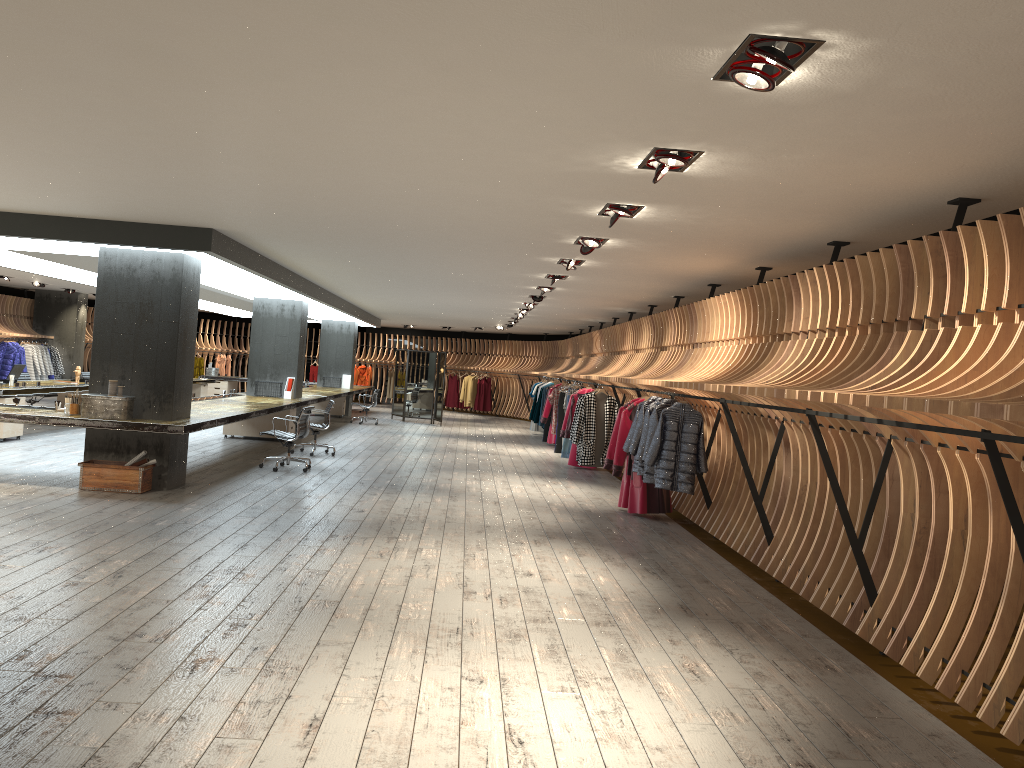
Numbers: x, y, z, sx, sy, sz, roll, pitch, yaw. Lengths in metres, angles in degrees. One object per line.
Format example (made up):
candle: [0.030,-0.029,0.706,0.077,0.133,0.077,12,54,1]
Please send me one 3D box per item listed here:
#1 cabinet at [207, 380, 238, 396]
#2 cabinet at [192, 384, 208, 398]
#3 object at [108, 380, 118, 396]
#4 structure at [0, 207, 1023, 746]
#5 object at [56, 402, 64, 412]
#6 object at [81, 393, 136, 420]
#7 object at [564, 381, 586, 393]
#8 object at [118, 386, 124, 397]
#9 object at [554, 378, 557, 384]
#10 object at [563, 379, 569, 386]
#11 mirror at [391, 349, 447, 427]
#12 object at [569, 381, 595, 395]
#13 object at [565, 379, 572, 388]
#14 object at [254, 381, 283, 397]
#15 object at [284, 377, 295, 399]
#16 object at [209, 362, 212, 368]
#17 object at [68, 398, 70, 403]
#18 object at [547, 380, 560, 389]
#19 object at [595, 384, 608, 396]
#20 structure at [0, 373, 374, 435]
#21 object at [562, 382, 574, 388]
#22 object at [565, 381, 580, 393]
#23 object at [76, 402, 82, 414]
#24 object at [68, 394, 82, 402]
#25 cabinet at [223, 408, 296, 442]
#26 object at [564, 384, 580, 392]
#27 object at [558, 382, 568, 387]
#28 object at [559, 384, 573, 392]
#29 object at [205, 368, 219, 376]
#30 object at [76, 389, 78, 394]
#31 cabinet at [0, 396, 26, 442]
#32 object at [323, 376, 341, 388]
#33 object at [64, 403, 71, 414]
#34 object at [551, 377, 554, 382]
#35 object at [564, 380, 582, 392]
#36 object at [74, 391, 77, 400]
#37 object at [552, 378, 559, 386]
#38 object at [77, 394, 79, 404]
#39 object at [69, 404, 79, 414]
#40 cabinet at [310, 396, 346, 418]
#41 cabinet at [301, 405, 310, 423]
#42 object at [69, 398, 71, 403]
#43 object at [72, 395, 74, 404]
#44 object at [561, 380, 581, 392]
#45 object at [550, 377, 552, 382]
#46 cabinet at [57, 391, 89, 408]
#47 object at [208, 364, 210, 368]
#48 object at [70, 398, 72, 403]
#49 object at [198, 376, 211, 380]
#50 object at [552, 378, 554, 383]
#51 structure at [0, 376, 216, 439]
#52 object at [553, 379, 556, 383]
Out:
cabinet: [-8.501,0.213,26.005,0.593,0.630,1.132,4,1,-3]
cabinet: [-8.325,0.282,22.307,1.131,0.630,0.593,4,0,-3]
object: [-4.147,0.061,9.286,0.088,0.204,0.262,4,0,-4]
structure: [-5.232,-0.331,13.448,14.881,2.440,36.559,4,1,-3]
object: [-4.729,0.102,9.682,0.431,0.429,0.195,4,0,-7]
object: [-4.213,0.237,9.245,0.497,0.239,0.303,4,0,-2]
object: [1.230,0.061,16.230,0.549,0.243,0.023,4,0,-1]
object: [-4.057,0.076,9.186,0.062,0.109,0.062,4,0,-32]
object: [1.026,-0.004,20.446,0.525,0.270,0.012,4,0,7]
object: [1.126,0.036,18.288,0.525,0.270,0.012,4,0,-3]
mirror: [-2.416,0.068,23.217,2.113,1.892,0.443,5,0,38]
object: [1.267,0.077,16.040,0.547,0.262,0.023,4,0,-1]
object: [1.130,0.047,18.074,0.524,0.286,0.015,4,0,-18]
object: [-4.381,0.099,15.964,0.459,0.289,0.330,4,0,-5]
object: [-4.026,0.073,16.038,0.129,0.383,0.240,4,0,-3]
object: [-8.670,-0.521,25.749,0.262,0.204,0.088,4,0,-4]
object: [-4.718,0.213,9.426,0.030,0.170,0.007,4,0,18]
object: [1.045,0.007,19.967,0.525,0.270,0.012,4,0,2]
object: [1.370,0.130,13.524,0.525,0.270,0.012,4,0,-13]
structure: [-6.145,0.408,17.480,4.835,0.844,18.478,4,1,-3]
object: [1.184,0.044,17.142,0.549,0.243,0.023,5,0,34]
object: [1.205,0.056,16.673,0.549,0.243,0.023,4,0,-31]
object: [-4.613,0.257,9.492,0.108,0.128,0.108,4,0,12]
object: [-4.653,0.212,9.436,0.138,0.209,0.034,4,0,-23]
cabinet: [-4.477,0.664,15.761,1.131,0.630,0.593,4,0,-3]
object: [1.230,0.066,16.554,0.548,0.256,0.023,4,0,23]
object: [1.116,0.026,18.936,0.525,0.270,0.012,4,0,7]
object: [1.189,0.050,17.046,0.549,0.250,0.023,4,0,-1]
object: [-8.724,-0.346,25.801,0.303,0.239,0.498,4,1,-2]
object: [-4.633,0.185,9.475,0.012,0.264,0.062,4,0,39]
cabinet: [-7.750,0.469,12.778,1.131,0.630,0.593,4,0,-3]
object: [-4.739,-0.039,23.359,0.459,0.289,0.329,4,0,0]
object: [-4.732,0.257,9.444,0.061,0.111,0.061,4,0,-14]
object: [0.985,-0.025,21.417,0.525,0.270,0.012,4,0,-3]
object: [1.194,0.047,16.938,0.549,0.243,0.023,4,0,-41]
object: [-4.649,0.197,9.490,0.084,0.240,0.009,4,0,-26]
object: [1.047,0.004,20.148,0.525,0.270,0.012,4,0,22]
object: [-4.593,0.210,9.367,0.008,0.207,0.054,4,0,-38]
object: [-4.626,0.261,9.371,0.084,0.111,0.083,4,0,-15]
cabinet: [-4.958,0.516,23.155,1.131,0.630,0.593,4,0,-3]
cabinet: [-4.542,0.639,17.113,1.131,0.630,0.593,4,0,-3]
object: [-4.711,0.213,9.434,0.030,0.170,0.007,4,0,-9]
object: [-4.625,0.207,9.357,0.054,0.207,0.008,4,0,-20]
object: [1.206,0.052,16.781,0.549,0.243,0.023,4,0,4]
object: [0.973,-0.029,21.651,0.525,0.270,0.012,4,0,2]
cabinet: [-8.070,0.380,17.107,1.131,0.630,0.593,4,0,-3]
object: [-8.769,-0.521,25.658,0.062,0.109,0.062,4,0,-37]
object: [-4.709,0.213,9.443,0.030,0.170,0.007,4,0,-36]
object: [-7.849,-0.153,22.628,0.302,0.074,0.217,4,1,-8]
object: [0.997,-0.014,21.084,0.525,0.270,0.012,4,0,2]
structure: [-7.985,0.271,17.605,1.162,0.844,10.452,4,1,-3]
object: [1.003,-0.012,20.880,0.525,0.270,0.012,4,0,-3]
